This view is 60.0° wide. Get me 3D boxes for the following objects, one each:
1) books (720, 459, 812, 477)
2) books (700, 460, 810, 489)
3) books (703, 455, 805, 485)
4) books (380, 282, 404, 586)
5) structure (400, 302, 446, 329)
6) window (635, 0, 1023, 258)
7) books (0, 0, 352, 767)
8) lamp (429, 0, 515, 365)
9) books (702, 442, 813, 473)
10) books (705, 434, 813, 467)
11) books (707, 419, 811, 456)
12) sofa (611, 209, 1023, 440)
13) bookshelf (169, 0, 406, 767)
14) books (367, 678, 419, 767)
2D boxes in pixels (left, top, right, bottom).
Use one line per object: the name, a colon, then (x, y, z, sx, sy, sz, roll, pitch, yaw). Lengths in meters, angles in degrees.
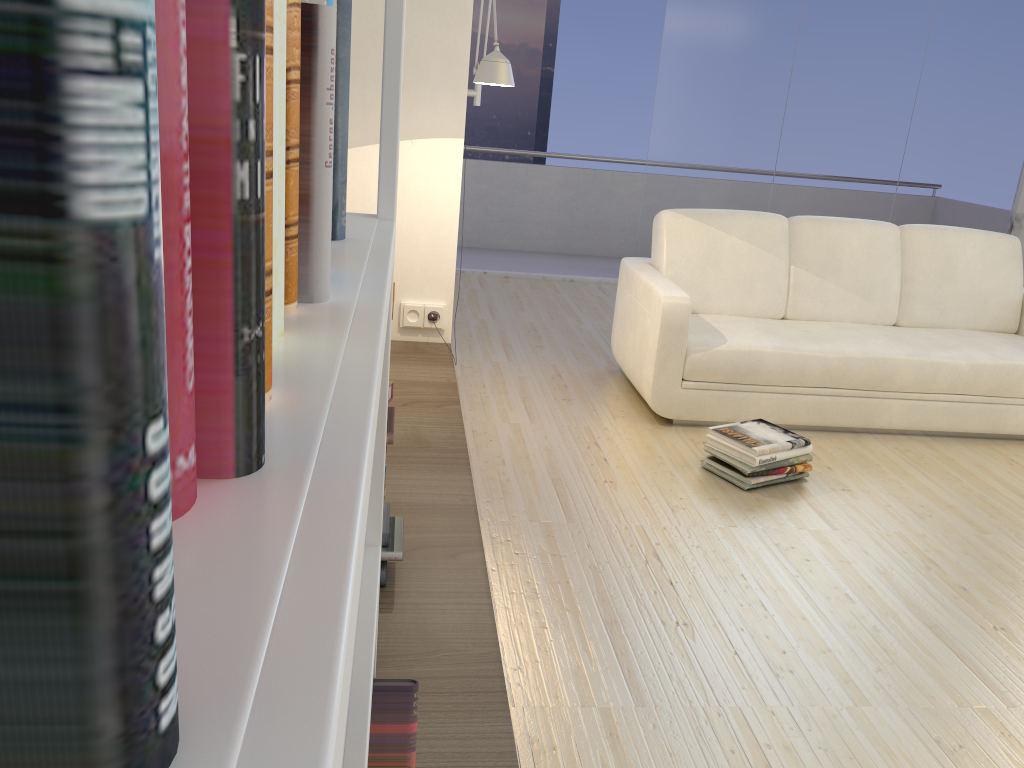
books: (0.936, 0.283, 3.345, 0.287, 0.025, 0.247, -2, 19, -22)
books: (0.915, 0.321, 3.350, 0.328, 0.018, 0.247, -6, 20, -31)
books: (0.912, 0.304, 3.341, 0.287, 0.018, 0.247, -6, 21, -33)
books: (-0.402, 0.099, 2.034, 0.329, 0.694, 0.270, 3, 18, -7)
structure: (-0.408, -0.313, 4.073, 0.206, 0.114, 0.028, 3, 18, -7)
window: (2.518, -2.015, 6.627, 2.988, 2.706, 0.012, 3, 18, -7)
books: (-0.237, 0.049, 0.601, 0.215, 0.743, 0.831, 3, 18, -7)
lamp: (-0.186, -0.877, 3.680, 0.204, 1.841, 0.891, 1, 18, -11)
books: (0.921, 0.258, 3.330, 0.328, 0.027, 0.247, -6, 20, -31)
books: (0.923, 0.227, 3.320, 0.319, 0.038, 0.247, -7, 21, -35)
books: (0.921, 0.197, 3.307, 0.287, 0.025, 0.247, -6, 21, -33)
sofa: (1.624, -0.318, 4.199, 2.166, 0.862, 0.941, 3, 18, -7)
bookshelf: (-0.317, 0.234, 0.459, 0.465, 1.396, 1.599, 3, 18, -7)
books: (-0.282, 0.706, 0.840, 0.274, 0.281, 1.125, 5, 17, -1)
